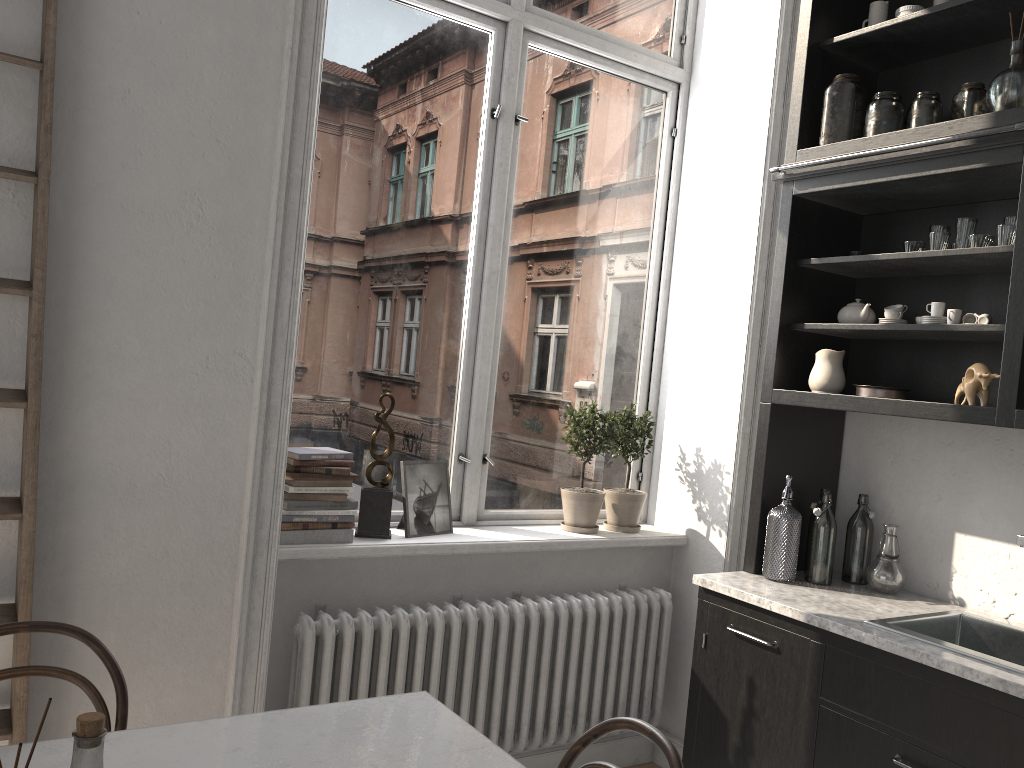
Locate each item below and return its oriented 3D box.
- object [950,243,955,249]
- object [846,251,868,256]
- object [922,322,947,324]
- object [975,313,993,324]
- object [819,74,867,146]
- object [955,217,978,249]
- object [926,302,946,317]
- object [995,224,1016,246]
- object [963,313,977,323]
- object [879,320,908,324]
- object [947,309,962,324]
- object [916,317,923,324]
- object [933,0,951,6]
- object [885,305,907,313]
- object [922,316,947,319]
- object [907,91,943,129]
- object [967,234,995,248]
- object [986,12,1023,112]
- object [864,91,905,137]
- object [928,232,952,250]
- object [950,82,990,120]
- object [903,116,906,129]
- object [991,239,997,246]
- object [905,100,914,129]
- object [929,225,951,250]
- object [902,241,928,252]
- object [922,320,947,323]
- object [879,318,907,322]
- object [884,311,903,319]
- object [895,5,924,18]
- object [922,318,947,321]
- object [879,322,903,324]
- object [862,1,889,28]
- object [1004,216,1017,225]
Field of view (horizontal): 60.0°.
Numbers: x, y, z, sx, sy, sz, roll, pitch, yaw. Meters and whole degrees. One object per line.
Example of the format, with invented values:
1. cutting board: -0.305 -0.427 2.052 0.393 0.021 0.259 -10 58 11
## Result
1. object: 1.378 -0.402 2.713 0.071 0.047 0.072 6 1 45
2. object: 1.180 -0.425 3.039 0.071 0.047 0.071 6 1 5
3. object: 1.290 -0.176 2.694 0.085 0.015 0.085 6 1 43
4. object: 1.383 -0.189 2.608 0.048 0.041 0.058 6 1 35
5. object: 1.090 -0.887 2.915 0.118 0.238 0.118 6 1 42
6. object: 1.344 -0.435 2.632 0.060 0.107 0.060 5 1 -6
7. object: 1.292 -0.221 2.699 0.039 0.055 0.049 5 1 -13
8. object: 1.394 -0.409 2.496 0.064 0.069 0.064 5 1 -40
9. object: 1.362 -0.187 2.625 0.049 0.041 0.056 6 1 30
10. object: 1.215 -0.191 2.827 0.085 0.015 0.085 5 1 -20
11. object: 1.307 -0.194 2.633 0.049 0.054 0.039 5 1 -8
12. object: 1.296 -0.191 2.783 0.056 0.033 0.058 5 1 -16
13. object: 1.399 -1.183 2.876 0.059 0.135 0.082 5 1 -10
14. object: 1.218 -0.232 2.827 0.055 0.047 0.058 5 1 -18
15. object: 1.291 -0.196 2.695 0.085 0.016 0.085 6 1 7
16. object: 1.281 -0.822 2.752 0.096 0.150 0.096 4 1 -45
17. object: 1.354 -0.403 2.563 0.071 0.047 0.071 6 1 5
18. object: 1.393 -0.912 2.441 0.134 0.357 0.134 6 1 12
19. object: 1.180 -0.835 2.807 0.114 0.155 0.114 5 1 -30
20. object: 1.292 -0.421 2.686 0.064 0.069 0.064 6 1 15
21. object: 1.410 -0.827 2.730 0.092 0.184 0.092 5 1 -19
22. object: 1.302 -0.826 3.026 0.114 0.155 0.114 6 1 12
23. object: 1.417 -0.397 2.619 0.071 0.047 0.071 5 1 -5
24. object: 1.331 -0.831 2.891 0.092 0.184 0.092 6 1 22
25. object: 1.333 -0.438 2.773 0.060 0.107 0.060 6 1 24
26. object: 1.251 -0.415 2.759 0.071 0.047 0.071 6 1 5
27. object: 1.290 -0.183 2.694 0.085 0.015 0.085 6 1 43
28. object: 1.215 -0.199 2.829 0.085 0.017 0.085 5 1 -38
29. object: 1.216 -0.212 2.827 0.055 0.033 0.058 6 1 32
30. object: 1.297 -1.174 2.899 0.096 0.095 0.096 5 1 1
31. object: 1.291 -0.189 2.693 0.085 0.016 0.085 5 1 -2
32. object: 1.215 -0.185 2.827 0.085 0.015 0.085 5 1 -20
33. object: 1.220 -1.201 2.976 0.059 0.135 0.082 5 1 -5
34. object: 1.445 -0.424 2.554 0.060 0.107 0.060 6 1 29
